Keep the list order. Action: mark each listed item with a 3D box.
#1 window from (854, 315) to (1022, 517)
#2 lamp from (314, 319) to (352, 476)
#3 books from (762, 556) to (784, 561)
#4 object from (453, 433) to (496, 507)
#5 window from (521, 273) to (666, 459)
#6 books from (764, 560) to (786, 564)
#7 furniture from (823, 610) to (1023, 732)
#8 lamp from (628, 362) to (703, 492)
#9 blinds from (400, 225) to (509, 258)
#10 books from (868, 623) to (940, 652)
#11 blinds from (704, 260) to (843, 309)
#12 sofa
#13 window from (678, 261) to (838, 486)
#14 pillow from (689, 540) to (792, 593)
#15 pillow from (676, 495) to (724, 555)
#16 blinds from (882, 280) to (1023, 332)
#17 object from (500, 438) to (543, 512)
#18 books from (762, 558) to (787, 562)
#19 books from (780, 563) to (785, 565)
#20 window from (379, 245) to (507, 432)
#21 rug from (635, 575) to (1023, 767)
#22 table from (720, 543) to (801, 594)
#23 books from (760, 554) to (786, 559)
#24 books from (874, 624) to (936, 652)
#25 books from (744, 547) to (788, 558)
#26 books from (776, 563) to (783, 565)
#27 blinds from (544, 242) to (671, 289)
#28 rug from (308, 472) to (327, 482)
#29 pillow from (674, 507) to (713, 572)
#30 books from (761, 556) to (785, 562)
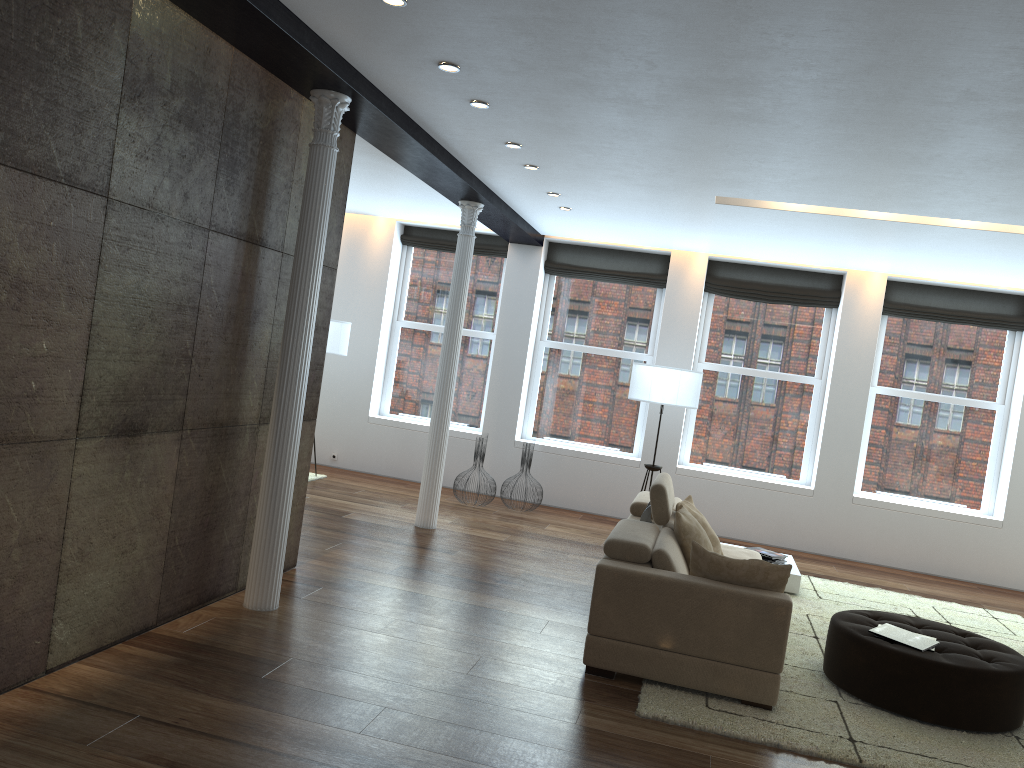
[{"bbox_3d":[4.511,0.173,9.442,1.443,2.400,0.123,9,2,13],"label":"window"},{"bbox_3d":[-2.223,0.136,9.694,0.698,1.728,0.698,9,2,36],"label":"lamp"},{"bbox_3d":[2.170,1.461,7.597,0.300,0.010,0.220,9,2,28],"label":"books"},{"bbox_3d":[-0.363,0.896,9.377,0.458,0.781,0.458,9,2,12],"label":"object"},{"bbox_3d":[0.962,-0.363,10.247,1.432,2.400,0.123,9,2,13],"label":"window"},{"bbox_3d":[2.147,1.487,7.581,0.220,0.010,0.300,7,2,-42],"label":"books"},{"bbox_3d":[2.348,1.605,5.067,1.057,0.355,1.057,9,2,15],"label":"furniture"},{"bbox_3d":[1.432,0.688,8.865,0.698,1.728,0.698,9,2,36],"label":"lamp"},{"bbox_3d":[-0.647,-1.689,10.552,1.396,0.275,0.156,9,2,13],"label":"blinds"},{"bbox_3d":[2.160,1.396,4.891,0.220,0.040,0.301,7,2,-42],"label":"books"},{"bbox_3d":[2.866,-1.092,9.755,1.439,0.424,0.156,9,2,13],"label":"blinds"},{"bbox_3d":[1.197,1.137,5.792,1.021,0.950,2.581,9,2,13],"label":"sofa"},{"bbox_3d":[2.734,-0.095,9.845,1.442,2.400,0.123,9,2,13],"label":"window"},{"bbox_3d":[1.205,1.059,4.750,0.518,0.393,0.395,9,2,16],"label":"pillow"},{"bbox_3d":[1.295,1.021,6.150,0.368,0.416,0.519,9,2,17],"label":"pillow"},{"bbox_3d":[4.643,-0.831,9.352,1.442,0.393,0.156,9,2,13],"label":"blinds"},{"bbox_3d":[0.134,0.965,9.487,0.458,0.781,0.458,9,2,12],"label":"object"},{"bbox_3d":[2.167,1.480,7.597,0.220,0.010,0.300,7,2,-27],"label":"books"},{"bbox_3d":[2.144,1.507,7.581,0.220,0.010,0.300,7,2,-42],"label":"books"},{"bbox_3d":[-0.786,-0.626,10.643,1.391,2.400,0.123,9,2,13],"label":"window"},{"bbox_3d":[2.494,1.790,5.937,2.972,0.020,4.231,9,2,13],"label":"rug"},{"bbox_3d":[1.994,1.572,7.709,0.900,0.170,0.900,9,2,13],"label":"table"},{"bbox_3d":[2.153,1.449,7.580,0.220,0.010,0.300,7,2,-42],"label":"books"},{"bbox_3d":[2.178,1.405,4.909,0.300,0.031,0.219,9,2,28],"label":"books"},{"bbox_3d":[2.173,1.442,7.596,0.220,0.010,0.300,7,2,-37],"label":"books"},{"bbox_3d":[2.164,1.499,7.598,0.300,0.010,0.220,9,2,33],"label":"books"},{"bbox_3d":[1.089,-1.366,10.142,1.431,0.395,0.183,9,2,13],"label":"blinds"},{"bbox_3d":[-4.416,0.711,8.813,4.231,0.020,2.972,9,2,13],"label":"rug"},{"bbox_3d":[1.147,1.006,5.543,0.301,0.439,0.534,9,2,16],"label":"pillow"},{"bbox_3d":[2.150,1.468,7.580,0.300,0.010,0.220,9,2,38],"label":"books"}]
